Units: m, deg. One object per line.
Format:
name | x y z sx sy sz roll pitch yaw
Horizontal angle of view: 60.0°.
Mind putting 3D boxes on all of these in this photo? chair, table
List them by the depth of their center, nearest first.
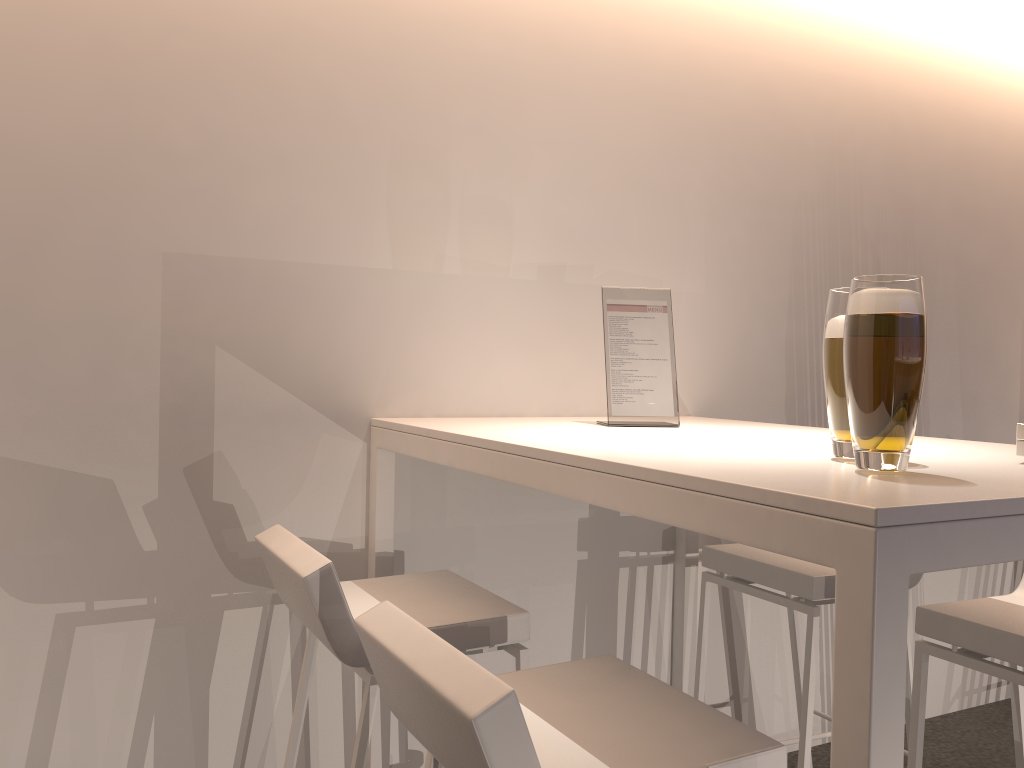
chair | 0.089 0.759 1.217 0.526 0.878 0.408 1 1 -28
chair | 1.077 0.773 1.740 0.526 0.878 0.408 1 1 -28
table | 0.432 0.652 1.759 0.999 1.089 1.499 1 1 -28
chair | -0.224 0.743 1.810 0.526 0.878 0.408 1 1 -28
chair | 0.764 0.757 2.333 0.526 0.878 0.408 1 1 -28

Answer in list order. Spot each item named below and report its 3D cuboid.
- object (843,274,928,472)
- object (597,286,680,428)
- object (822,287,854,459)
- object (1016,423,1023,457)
object | 0.503 -0.014 1.199 0.105 0.259 0.105 2 1 23
object | 0.302 -0.067 2.111 0.171 0.332 0.115 1 1 -8
object | 0.533 -0.016 1.367 0.105 0.259 0.105 0 1 -45
object | 0.853 0.087 1.359 0.120 0.050 0.120 2 1 40
